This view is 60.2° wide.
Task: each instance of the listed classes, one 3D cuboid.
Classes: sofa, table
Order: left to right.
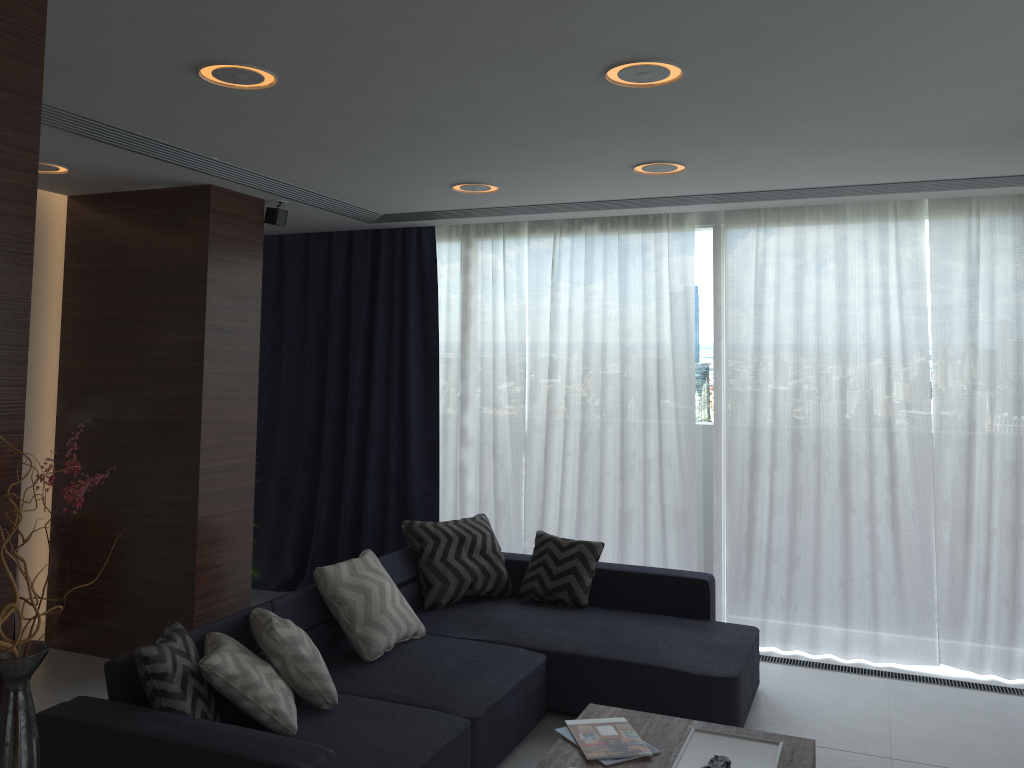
[{"bbox_3d":[-0.080,1.220,3.703,1.899,0.611,2.864,1,1,22],"label":"sofa"},{"bbox_3d":[0.506,1.370,2.774,0.805,0.354,0.798,1,0,22],"label":"table"}]

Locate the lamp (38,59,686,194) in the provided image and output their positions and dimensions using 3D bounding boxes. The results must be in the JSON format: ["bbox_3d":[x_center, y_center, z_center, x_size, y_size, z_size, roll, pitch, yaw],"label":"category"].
[{"bbox_3d":[-0.810,-0.952,0.108,5.344,0.085,9.556,1,1,8],"label":"lamp"}]

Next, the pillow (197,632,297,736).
[{"bbox_3d":[-0.932,1.056,3.130,0.330,0.296,0.415,1,-1,-16],"label":"pillow"}]

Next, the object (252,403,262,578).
[{"bbox_3d":[-1.817,0.547,5.616,0.503,1.855,0.480,1,-4,-9],"label":"object"}]

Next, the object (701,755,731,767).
[{"bbox_3d":[0.636,1.185,2.755,0.070,0.036,0.112,1,0,35],"label":"object"}]

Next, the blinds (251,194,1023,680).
[{"bbox_3d":[0.163,0.153,2.852,7.133,2.786,5.781,1,0,26],"label":"blinds"}]

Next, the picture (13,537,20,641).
[{"bbox_3d":[-2.823,1.122,4.654,0.083,0.702,0.498,-1,-3,22],"label":"picture"}]

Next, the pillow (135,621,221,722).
[{"bbox_3d":[-1.107,1.020,2.963,0.221,0.387,0.414,1,-2,-8],"label":"pillow"}]

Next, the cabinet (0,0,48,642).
[{"bbox_3d":[0.366,0.298,0.725,3.334,2.566,0.782,0,-4,22],"label":"cabinet"}]

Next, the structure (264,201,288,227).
[{"bbox_3d":[-1.394,-1.003,5.222,0.114,0.143,0.084,0,-3,27],"label":"structure"}]

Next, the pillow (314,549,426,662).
[{"bbox_3d":[-0.650,1.008,4.059,0.342,0.390,0.493,0,-1,22],"label":"pillow"}]

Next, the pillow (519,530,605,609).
[{"bbox_3d":[0.268,1.017,4.854,0.415,0.346,0.285,0,-2,27],"label":"pillow"}]

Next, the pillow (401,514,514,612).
[{"bbox_3d":[-0.300,1.018,4.915,0.596,0.521,0.354,2,-3,-37],"label":"pillow"}]

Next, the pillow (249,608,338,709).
[{"bbox_3d":[-0.850,1.045,3.403,0.280,0.353,0.417,2,-2,-25],"label":"pillow"}]

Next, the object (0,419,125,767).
[{"bbox_3d":[-0.784,0.419,1.484,0.198,0.738,0.386,1,-3,3],"label":"object"}]
